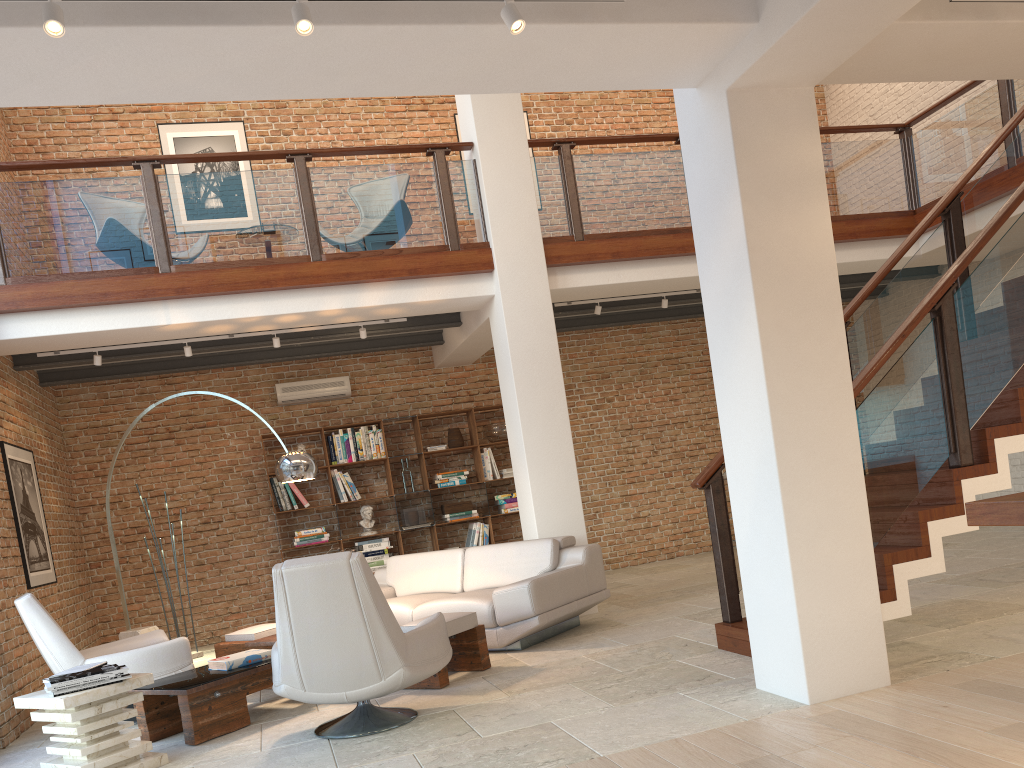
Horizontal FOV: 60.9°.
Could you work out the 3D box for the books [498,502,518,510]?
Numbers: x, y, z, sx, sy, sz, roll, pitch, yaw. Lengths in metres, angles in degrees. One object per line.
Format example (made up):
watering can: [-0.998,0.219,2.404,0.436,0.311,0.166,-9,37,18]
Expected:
books: [0.027,1.436,10.365,0.324,0.055,0.258,-6,-7,-21]

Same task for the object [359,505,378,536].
object: [-1.644,1.545,9.887,0.196,0.350,0.193,-9,1,-1]

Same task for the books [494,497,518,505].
books: [-0.027,1.388,10.360,0.324,0.055,0.258,-7,-7,-16]

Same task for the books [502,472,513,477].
books: [-0.045,1.075,10.325,0.132,0.034,0.207,-8,-7,-6]

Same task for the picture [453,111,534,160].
picture: [-0.163,-2.650,10.447,0.907,1.197,0.027,-9,3,-15]

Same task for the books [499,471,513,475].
books: [-0.042,1.049,10.330,0.170,0.019,0.239,-7,-7,-13]

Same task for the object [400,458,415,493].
object: [-1.198,1.047,9.955,0.121,0.399,0.062,-9,3,-13]

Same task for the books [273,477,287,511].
books: [-2.568,1.223,9.640,0.090,0.384,0.245,-10,1,-17]

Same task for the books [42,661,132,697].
books: [-2.289,1.564,4.668,0.385,0.079,0.578,-5,-8,-32]

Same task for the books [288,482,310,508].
books: [-2.376,1.235,9.706,0.193,0.318,0.256,-9,-1,-16]

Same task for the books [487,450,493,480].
books: [-0.290,0.963,10.267,0.020,0.359,0.274,-10,0,-17]

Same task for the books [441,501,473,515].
books: [-0.644,1.443,10.167,0.333,0.118,0.215,-7,-5,-16]

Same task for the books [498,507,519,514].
books: [0.011,1.495,10.361,0.324,0.055,0.258,-7,-7,-14]

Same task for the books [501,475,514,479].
books: [-0.037,1.103,10.343,0.170,0.019,0.238,-8,-7,-8]

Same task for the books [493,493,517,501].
books: [-0.052,1.334,10.352,0.325,0.055,0.257,-8,-7,-6]

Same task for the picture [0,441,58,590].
picture: [-4.036,1.111,7.303,0.027,1.195,0.920,-10,0,-17]

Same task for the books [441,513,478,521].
books: [-0.610,1.558,10.205,0.376,0.036,0.248,-6,-7,-21]

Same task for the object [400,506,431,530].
object: [-1.130,1.536,10.004,0.333,0.233,0.287,-8,-3,-16]

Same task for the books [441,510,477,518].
books: [-0.620,1.518,10.166,0.377,0.036,0.247,-7,-7,-17]

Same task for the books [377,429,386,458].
books: [-1.504,0.693,9.938,0.055,0.329,0.256,-10,0,-17]

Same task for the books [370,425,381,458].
books: [-1.551,0.669,9.908,0.036,0.383,0.245,-10,1,-17]

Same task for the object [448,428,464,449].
object: [-0.658,0.630,10.093,0.195,0.233,0.191,-9,-1,31]

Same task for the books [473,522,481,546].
books: [-0.444,1.812,10.229,0.160,0.373,0.245,-9,0,-17]

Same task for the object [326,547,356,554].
object: [-1.273,1.440,6.138,0.321,0.606,0.534,-8,0,45]

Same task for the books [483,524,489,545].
books: [-0.331,1.818,10.266,0.115,0.334,0.256,-9,0,-17]

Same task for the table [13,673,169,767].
table: [-2.228,1.844,4.630,0.502,0.504,0.489,-10,-2,34]

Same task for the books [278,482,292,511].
books: [-2.520,1.246,9.674,0.102,0.334,0.256,-10,0,-17]

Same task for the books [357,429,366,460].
books: [-1.701,0.700,9.866,0.020,0.359,0.274,-10,0,-17]

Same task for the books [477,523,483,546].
books: [-0.396,1.816,10.253,0.097,0.354,0.274,-10,0,-17]

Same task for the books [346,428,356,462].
books: [-1.816,0.700,9.823,0.036,0.383,0.245,-10,1,-17]

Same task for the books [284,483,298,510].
books: [-2.462,1.211,9.657,0.120,0.381,0.245,-10,1,-17]

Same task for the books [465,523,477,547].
books: [-0.490,1.821,10.241,0.162,0.372,0.245,-9,0,-17]

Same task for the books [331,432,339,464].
books: [-1.990,0.737,9.795,0.020,0.359,0.274,-10,0,-17]

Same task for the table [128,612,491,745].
table: [-1.519,1.929,5.919,2.239,0.428,1.951,-13,-8,35]

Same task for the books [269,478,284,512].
books: [-2.601,1.227,9.623,0.090,0.384,0.245,-10,1,-17]

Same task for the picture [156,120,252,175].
picture: [-3.313,-2.269,9.569,0.907,1.197,0.027,-9,3,-15]

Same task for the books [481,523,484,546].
books: [-0.378,1.817,10.268,0.097,0.354,0.274,-10,0,-17]

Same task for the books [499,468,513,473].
books: [-0.053,1.023,10.322,0.131,0.034,0.209,-6,-7,-26]

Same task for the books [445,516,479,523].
books: [-0.589,1.583,10.197,0.353,0.020,0.276,-7,-7,-17]

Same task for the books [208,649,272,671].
books: [-1.735,1.760,5.570,0.323,0.056,0.259,-2,-9,-46]

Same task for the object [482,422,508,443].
object: [-0.124,0.577,10.286,0.444,0.218,0.432,-11,-5,25]

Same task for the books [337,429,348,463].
books: [-1.907,0.711,9.804,0.036,0.383,0.245,-10,1,-17]

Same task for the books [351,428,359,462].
books: [-1.784,0.697,9.843,0.036,0.383,0.245,-10,1,-17]

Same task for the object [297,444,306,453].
object: [-2.387,0.808,9.618,0.251,0.283,0.130,-9,2,-8]

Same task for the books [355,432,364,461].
books: [-1.731,0.716,9.842,0.055,0.329,0.256,-10,0,-17]

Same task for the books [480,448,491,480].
books: [-0.316,0.951,10.250,0.036,0.383,0.245,-10,1,-17]

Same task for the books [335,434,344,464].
books: [-1.946,0.743,9.789,0.055,0.329,0.256,-10,0,-17]

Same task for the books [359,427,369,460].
books: [-1.679,0.686,9.886,0.036,0.383,0.245,-10,1,-17]
